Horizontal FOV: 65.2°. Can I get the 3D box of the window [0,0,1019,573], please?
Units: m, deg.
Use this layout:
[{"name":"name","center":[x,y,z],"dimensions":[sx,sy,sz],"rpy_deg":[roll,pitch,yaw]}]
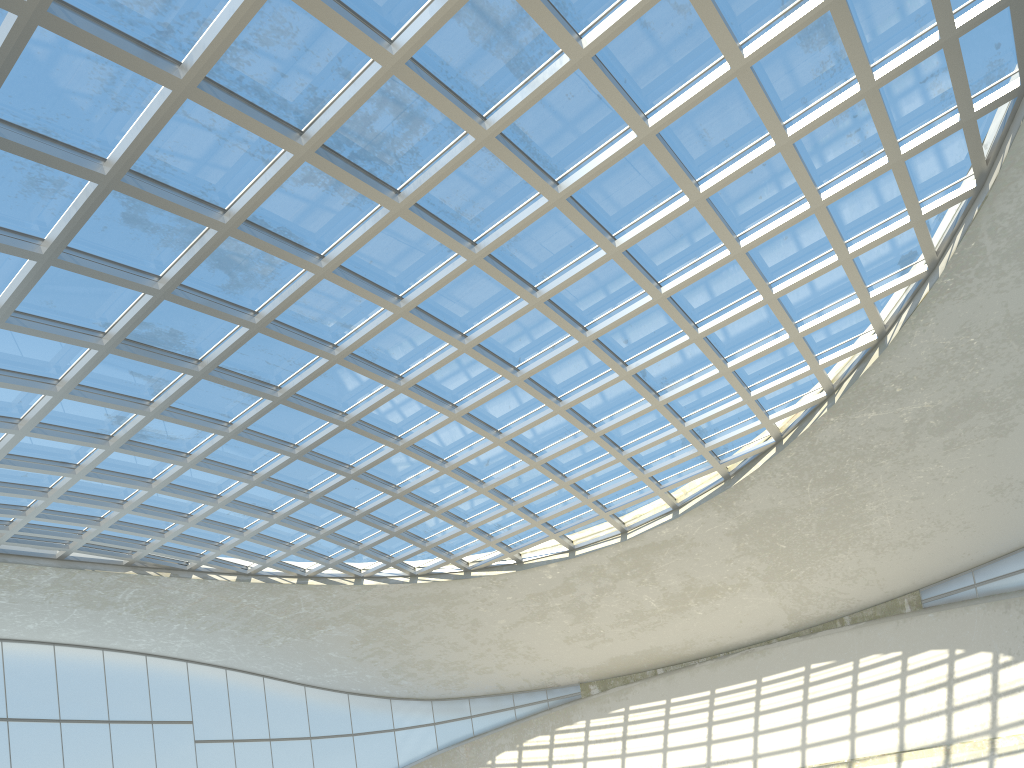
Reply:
[{"name":"window","center":[-12.059,1.599,46.979],"dimensions":[83.470,10.107,82.460],"rpy_deg":[-27,-35,30]}]
